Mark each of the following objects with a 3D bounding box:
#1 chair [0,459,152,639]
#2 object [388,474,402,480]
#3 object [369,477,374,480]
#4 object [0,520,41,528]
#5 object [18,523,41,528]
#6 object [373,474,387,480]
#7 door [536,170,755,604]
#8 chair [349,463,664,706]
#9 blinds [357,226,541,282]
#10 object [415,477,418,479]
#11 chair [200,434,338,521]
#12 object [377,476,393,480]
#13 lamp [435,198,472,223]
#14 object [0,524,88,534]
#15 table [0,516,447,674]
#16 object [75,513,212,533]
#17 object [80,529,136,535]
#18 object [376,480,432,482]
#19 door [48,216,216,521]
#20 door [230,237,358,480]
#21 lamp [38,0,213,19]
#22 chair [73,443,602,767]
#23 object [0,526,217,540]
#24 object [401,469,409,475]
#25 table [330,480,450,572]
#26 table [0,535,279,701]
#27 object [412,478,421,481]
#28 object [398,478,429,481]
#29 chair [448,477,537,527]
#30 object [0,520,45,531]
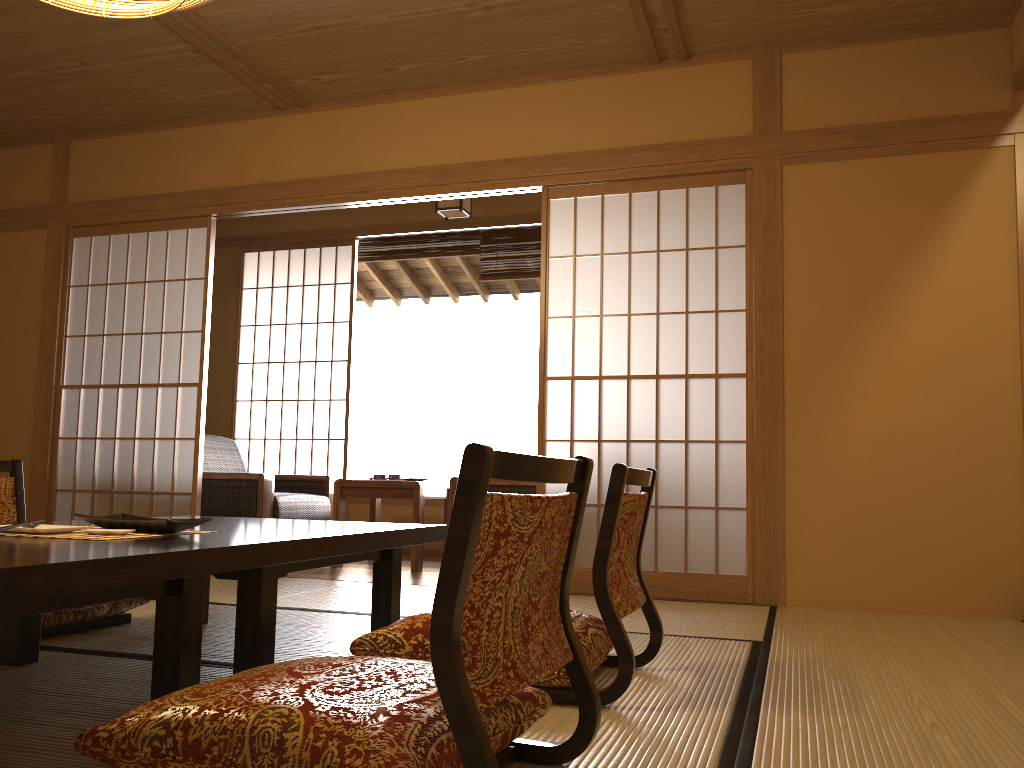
[{"bbox_3d":[-1.639,0.514,2.900,0.687,0.545,0.583,-1,-6,22],"label":"chair"},{"bbox_3d":[-0.708,0.568,5.378,0.084,0.037,0.084,0,-6,10],"label":"object"},{"bbox_3d":[-0.845,0.568,5.320,0.015,0.018,0.050,5,-7,-30],"label":"object"},{"bbox_3d":[-1.134,0.321,1.970,0.006,0.030,0.229,0,-7,15],"label":"object"},{"bbox_3d":[-1.110,0.329,2.039,0.050,0.018,0.015,0,-6,15],"label":"object"},{"bbox_3d":[-0.804,0.570,5.407,0.084,0.037,0.084,7,-9,-44],"label":"object"},{"bbox_3d":[0.604,-0.001,4.095,0.992,1.930,0.040,-1,-6,18],"label":"door"},{"bbox_3d":[0.016,0.482,2.309,0.699,0.545,0.583,-1,-6,17],"label":"chair"},{"bbox_3d":[-0.221,-1.018,6.285,1.932,0.593,0.048,-1,-6,18],"label":"blinds"},{"bbox_3d":[-0.582,0.560,5.276,0.006,0.007,0.230,3,-7,-16],"label":"object"},{"bbox_3d":[-1.690,0.703,5.553,0.943,0.778,0.874,-1,-6,18],"label":"chair"},{"bbox_3d":[-0.776,0.561,5.281,0.130,0.026,0.038,1,-6,2],"label":"object"},{"bbox_3d":[-0.342,-1.330,5.316,0.330,0.680,0.331,-1,-6,18],"label":"lamp"},{"bbox_3d":[-1.100,0.336,2.049,0.180,0.014,0.130,-1,-7,20],"label":"object"},{"bbox_3d":[-0.841,0.588,2.565,0.995,0.356,0.996,-1,-7,18],"label":"table"},{"bbox_3d":[-0.908,0.342,2.175,0.349,0.039,0.129,-3,-7,31],"label":"object"},{"bbox_3d":[-0.925,0.341,2.031,0.099,0.012,0.067,1,-6,1],"label":"object"},{"bbox_3d":[-0.686,0.577,5.283,0.401,0.003,0.301,-1,-7,18],"label":"object"},{"bbox_3d":[-2.145,0.040,4.974,0.992,1.930,0.040,-1,-6,18],"label":"door"},{"bbox_3d":[-1.632,-0.137,6.587,0.992,1.870,0.040,-1,-6,18],"label":"door"},{"bbox_3d":[-1.003,-1.390,2.111,0.799,0.824,0.799,-4,-8,41],"label":"lamp"},{"bbox_3d":[-0.239,0.385,1.500,0.687,0.545,0.583,-1,-6,22],"label":"chair"},{"bbox_3d":[-0.996,0.354,2.114,0.401,0.003,0.399,-1,-7,18],"label":"object"},{"bbox_3d":[-0.683,0.547,5.388,0.117,0.068,0.038,3,-6,-17],"label":"object"},{"bbox_3d":[-0.693,0.827,5.260,0.540,0.499,0.541,-1,-6,18],"label":"table"},{"bbox_3d":[-1.142,0.475,1.621,0.995,0.356,0.996,-1,-7,18],"label":"table"},{"bbox_3d":[-0.555,0.556,5.158,0.050,0.018,0.015,1,-6,4],"label":"object"},{"bbox_3d":[-0.587,0.570,5.271,0.131,0.015,0.181,5,-7,-27],"label":"object"},{"bbox_3d":[0.211,0.674,4.945,0.943,0.778,0.874,-1,-6,18],"label":"chair"},{"bbox_3d":[-1.117,0.321,1.968,0.006,0.030,0.229,0,-7,10],"label":"object"}]
